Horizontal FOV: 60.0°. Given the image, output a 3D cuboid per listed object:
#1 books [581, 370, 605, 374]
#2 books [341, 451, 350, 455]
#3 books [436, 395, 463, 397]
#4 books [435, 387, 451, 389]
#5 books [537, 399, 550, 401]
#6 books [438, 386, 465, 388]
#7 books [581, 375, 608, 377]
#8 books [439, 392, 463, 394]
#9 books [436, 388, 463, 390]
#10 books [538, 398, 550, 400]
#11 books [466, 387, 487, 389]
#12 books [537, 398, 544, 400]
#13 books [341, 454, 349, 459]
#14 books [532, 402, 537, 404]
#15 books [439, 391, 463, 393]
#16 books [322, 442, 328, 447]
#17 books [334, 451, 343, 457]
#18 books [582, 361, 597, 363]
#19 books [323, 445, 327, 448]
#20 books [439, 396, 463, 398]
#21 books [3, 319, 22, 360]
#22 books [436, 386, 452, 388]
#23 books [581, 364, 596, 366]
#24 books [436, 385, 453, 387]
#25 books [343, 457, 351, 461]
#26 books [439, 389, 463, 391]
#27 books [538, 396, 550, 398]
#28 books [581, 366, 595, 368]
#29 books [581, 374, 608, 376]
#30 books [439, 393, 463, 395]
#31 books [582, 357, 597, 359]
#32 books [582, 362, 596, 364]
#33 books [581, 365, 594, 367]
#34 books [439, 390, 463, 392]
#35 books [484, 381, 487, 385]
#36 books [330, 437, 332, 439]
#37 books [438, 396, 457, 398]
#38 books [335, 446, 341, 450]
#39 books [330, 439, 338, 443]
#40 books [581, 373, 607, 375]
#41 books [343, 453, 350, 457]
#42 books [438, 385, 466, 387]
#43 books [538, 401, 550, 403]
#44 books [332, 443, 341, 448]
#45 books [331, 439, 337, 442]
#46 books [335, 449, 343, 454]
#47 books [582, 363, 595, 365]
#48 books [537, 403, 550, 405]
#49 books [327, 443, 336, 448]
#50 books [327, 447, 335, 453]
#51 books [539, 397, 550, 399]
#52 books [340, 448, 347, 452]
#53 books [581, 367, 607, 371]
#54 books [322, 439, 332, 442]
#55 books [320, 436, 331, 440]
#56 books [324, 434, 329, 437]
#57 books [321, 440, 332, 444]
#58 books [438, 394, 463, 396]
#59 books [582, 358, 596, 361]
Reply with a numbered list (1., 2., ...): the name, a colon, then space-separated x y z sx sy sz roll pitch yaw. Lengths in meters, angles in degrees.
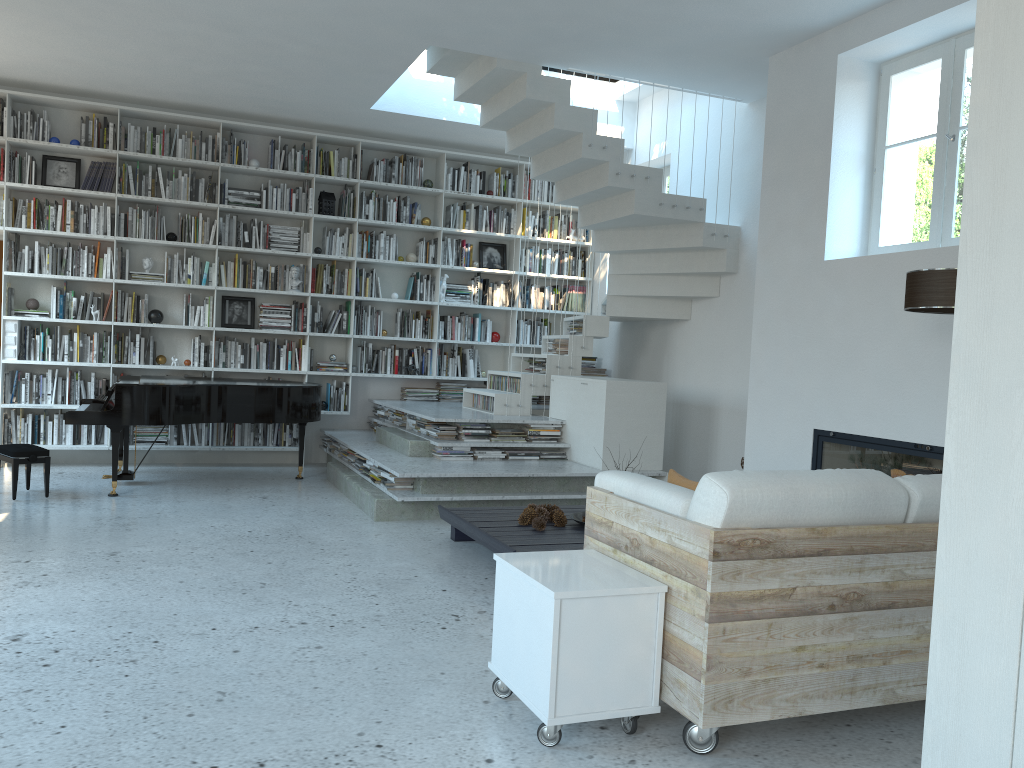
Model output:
1. books: 0.804 -0.123 8.959 0.234 0.025 0.157 2 2 -26
2. books: -1.377 0.600 7.710 0.159 0.011 0.246 2 2 -26
3. books: -0.628 0.121 9.095 0.285 0.007 0.159 2 2 -20
4. books: -0.628 0.045 9.092 0.285 0.005 0.159 2 2 -23
5. books: 0.450 0.177 9.526 0.368 0.007 0.205 2 2 -16
6. books: -0.622 0.030 9.086 0.254 0.006 0.160 2 2 -18
7. books: 0.808 -0.079 8.945 0.296 0.013 0.128 2 2 -24
8. books: -0.627 0.087 9.095 0.254 0.007 0.160 2 2 -21
9. books: -0.628 0.051 9.093 0.285 0.005 0.159 2 2 -21
10. books: 0.449 0.161 9.531 0.328 0.008 0.207 2 2 -14
11. books: -0.281 0.044 9.229 0.368 0.007 0.205 2 2 -20
12. books: 0.449 0.169 9.529 0.328 0.008 0.207 2 2 -19
13. books: -1.378 0.631 7.712 0.159 0.012 0.292 2 2 -25
14. books: 0.078 0.191 9.373 0.320 0.009 0.202 2 2 -17
15. books: -0.627 0.080 9.095 0.285 0.007 0.159 2 2 -21
16. books: -1.724 0.584 8.555 0.179 0.012 0.261 2 2 -19
17. books: -1.501 0.630 7.999 0.177 0.026 0.230 2 2 -19
18. books: 0.739 -0.235 9.142 0.235 0.014 0.155 2 2 -21
19. books: -1.715 0.606 8.560 0.171 0.016 0.241 2 2 -22
20. books: -0.626 0.129 9.091 0.254 0.007 0.160 2 2 -26
21. books: -4.258 -0.378 7.562 0.106 0.340 0.306 2 3 -22
22. books: -0.625 0.035 9.085 0.285 0.005 0.159 2 2 -26
23. books: 0.734 -0.200 9.150 0.227 0.009 0.144 2 2 -22
24. books: -0.622 0.024 9.088 0.285 0.005 0.159 2 2 -25
25. books: -1.375 0.653 7.715 0.157 0.014 0.180 2 2 -25
26. books: -0.628 0.062 9.091 0.285 0.005 0.159 2 2 -24
27. books: 0.452 0.139 9.524 0.368 0.007 0.205 2 2 -18
28. books: 0.736 -0.180 9.144 0.192 0.008 0.160 2 2 -22
29. books: 0.806 -0.096 8.952 0.295 0.006 0.146 2 2 -24
30. books: -0.628 0.101 9.096 0.254 0.007 0.160 2 2 -21
31. books: 0.741 -0.272 9.138 0.228 0.011 0.159 2 2 -23
32. books: 0.736 -0.221 9.147 0.206 0.014 0.150 2 2 -22
33. books: 0.732 -0.190 9.154 0.182 0.011 0.130 2 2 -24
34. books: -0.630 0.067 9.095 0.254 0.006 0.160 2 2 -22
35. books: -0.155 -0.002 9.234 0.204 0.036 0.266 2 2 -21
36. books: -1.694 0.510 8.562 0.133 0.017 0.231 2 2 -21
37. books: -0.626 0.136 9.089 0.285 0.007 0.159 2 2 -17
38. books: -1.496 0.574 7.997 0.171 0.020 0.193 2 2 -18
39. books: -1.601 0.537 8.285 0.160 0.009 0.291 2 2 -20
40. books: 0.799 -0.106 8.970 0.278 0.012 0.177 2 2 -18
41. books: -1.373 0.620 7.713 0.165 0.012 0.205 2 2 -22
42. books: -0.620 0.019 9.084 0.254 0.006 0.160 2 2 -27
43. books: 0.448 0.193 9.530 0.328 0.008 0.207 2 2 -19
44. books: -1.498 0.556 7.995 0.180 0.015 0.294 2 2 -24
45. books: -1.592 0.530 8.288 0.126 0.005 0.290 2 2 -27
46. books: -1.494 0.610 8.000 0.172 0.014 0.220 2 2 -21
47. books: 0.734 -0.209 9.152 0.215 0.011 0.121 2 2 -27
48. books: 0.447 0.215 9.531 0.368 0.007 0.205 2 2 -19
49. books: -1.619 0.573 8.280 0.191 0.028 0.212 2 2 -18
50. books: -1.614 0.614 8.285 0.189 0.030 0.237 2 2 -22
51. books: 0.449 0.154 9.531 0.368 0.007 0.205 2 2 -20
52. books: -1.380 0.577 7.707 0.169 0.009 0.241 2 2 -26
53. books: 0.803 -0.149 8.962 0.267 0.026 0.161 2 2 -17
54. books: -1.721 0.548 8.554 0.188 0.009 0.211 2 2 -23
55. books: -1.727 0.524 8.549 0.191 0.013 0.243 2 2 -26
56. books: -1.707 0.494 8.556 0.158 0.014 0.234 2 2 -24
57. books: -1.724 0.558 8.553 0.177 0.012 0.278 2 2 -26
58. books: -0.626 0.108 9.090 0.285 0.007 0.159 2 2 -26
59. books: 0.735 -0.255 9.152 0.232 0.025 0.123 2 2 -25
